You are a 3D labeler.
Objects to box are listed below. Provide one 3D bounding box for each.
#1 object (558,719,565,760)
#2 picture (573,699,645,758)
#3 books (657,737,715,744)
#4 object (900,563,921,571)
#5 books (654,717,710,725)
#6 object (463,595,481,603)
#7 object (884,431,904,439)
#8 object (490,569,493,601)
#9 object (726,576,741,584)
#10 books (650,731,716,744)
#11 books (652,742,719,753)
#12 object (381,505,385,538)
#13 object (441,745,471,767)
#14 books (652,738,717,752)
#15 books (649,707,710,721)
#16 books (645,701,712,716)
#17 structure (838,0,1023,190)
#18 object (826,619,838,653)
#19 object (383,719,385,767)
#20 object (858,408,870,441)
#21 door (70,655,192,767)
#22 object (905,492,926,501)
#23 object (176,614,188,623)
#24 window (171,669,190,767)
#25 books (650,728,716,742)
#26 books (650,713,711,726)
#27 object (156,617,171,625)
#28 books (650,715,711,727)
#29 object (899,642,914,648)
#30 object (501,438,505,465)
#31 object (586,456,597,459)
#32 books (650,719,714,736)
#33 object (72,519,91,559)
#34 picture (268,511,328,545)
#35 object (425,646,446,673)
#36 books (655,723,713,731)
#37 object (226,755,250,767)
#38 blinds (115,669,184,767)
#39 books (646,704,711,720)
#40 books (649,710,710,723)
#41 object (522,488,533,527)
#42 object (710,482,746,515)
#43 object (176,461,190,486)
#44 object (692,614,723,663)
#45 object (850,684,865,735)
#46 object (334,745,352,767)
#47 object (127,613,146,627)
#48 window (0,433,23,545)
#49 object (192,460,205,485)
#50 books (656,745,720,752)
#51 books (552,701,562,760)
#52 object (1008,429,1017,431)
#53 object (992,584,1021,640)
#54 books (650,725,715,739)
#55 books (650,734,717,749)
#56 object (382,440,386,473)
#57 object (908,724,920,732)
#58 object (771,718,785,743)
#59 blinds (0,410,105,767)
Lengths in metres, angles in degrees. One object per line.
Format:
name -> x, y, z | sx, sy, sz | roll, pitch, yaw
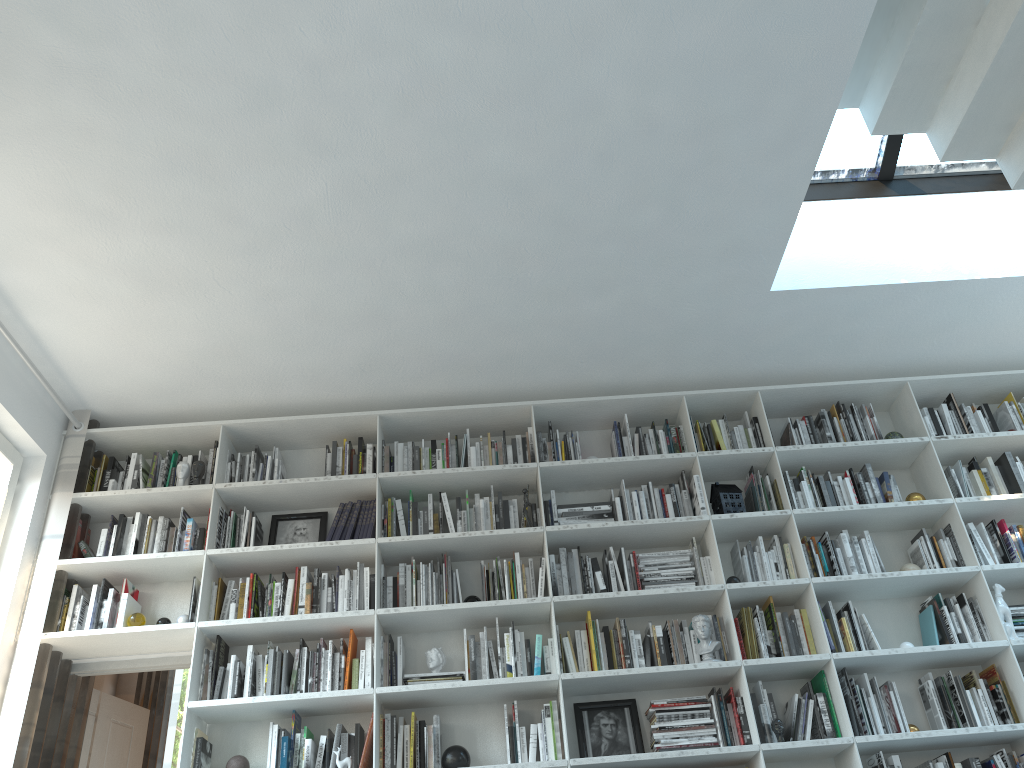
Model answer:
object -> 0.226, 1.667, 4.090 | 0.017, 0.214, 0.104 | -4, -34, -2
picture -> 0.454, 1.632, 4.149 | 0.300, 0.298, 0.078 | -4, -34, -2
books -> 0.788, 1.650, 4.066 | 0.254, 0.012, 0.162 | -1, -34, -6
object -> 2.031, 0.970, 4.513 | 0.112, 0.112, 0.112 | 9, -36, -21
books -> 0.782, 1.584, 4.116 | 0.254, 0.012, 0.162 | -5, -34, 0
object -> -0.196, 1.098, 4.398 | 0.097, 0.097, 0.097 | 23, -43, -35
object -> 2.089, 0.312, 4.847 | 0.104, 0.104, 0.104 | 23, -43, -35
object -> -0.100, 1.067, 4.480 | 0.010, 0.224, 0.143 | -4, -34, -2
object -> 1.097, 0.988, 4.390 | 0.072, 0.072, 0.072 | 23, -43, -35
books -> 0.787, 1.636, 4.087 | 0.285, 0.012, 0.160 | -4, -34, -1
books -> 0.790, 1.675, 4.060 | 0.285, 0.012, 0.160 | -3, -34, -3
object -> -0.670, 0.784, 4.663 | 0.012, 0.252, 0.162 | -4, -34, -2
object -> -0.253, 1.707, 4.015 | 0.134, 0.134, 0.134 | 23, -43, -35
books -> 0.789, 1.660, 4.059 | 0.285, 0.012, 0.160 | -6, -34, 2
books -> 0.779, 1.543, 4.141 | 0.254, 0.012, 0.162 | -1, -34, -6
books -> 0.777, 1.521, 4.152 | 0.285, 0.012, 0.160 | -1, -34, -6
structure -> 2.672, -0.039, 3.013 | 2.613, 3.362, 1.965 | -4, -34, -2
object -> 1.546, 1.270, 4.323 | 0.013, 0.207, 0.140 | -4, -34, -2
object -> -0.578, 1.692, 4.071 | 0.012, 0.269, 0.131 | -4, -34, -2
object -> 1.969, 0.294, 4.978 | 0.006, 0.296, 0.130 | -4, -34, -2
door -> -1.828, 2.421, 4.236 | 0.834, 1.969, 0.791 | -4, -34, -2
object -> 2.117, 0.619, 4.649 | 0.100, 0.101, 0.101 | 9, -36, -21
object -> -1.612, 1.170, 4.361 | 0.071, 0.072, 0.072 | 9, -36, -21
window -> -2.398, 2.875, 6.478 | 0.073, 1.997, 1.994 | -4, -34, -2
books -> 0.786, 1.625, 4.091 | 0.285, 0.012, 0.160 | -5, -34, -1
books -> 0.780, 1.563, 4.127 | 0.254, 0.012, 0.162 | -1, -34, -6
object -> -1.718, 1.188, 4.373 | 0.071, 0.072, 0.072 | 9, -36, -21
books -> 0.781, 1.574, 4.122 | 0.254, 0.012, 0.162 | -2, -34, -5
object -> 1.897, 1.274, 4.256 | 0.072, 0.072, 0.072 | 23, -43, -35
object -> -0.044, 0.442, 4.887 | 0.010, 0.245, 0.158 | -4, -34, -2
object -> 0.437, 0.445, 4.828 | 0.105, 0.105, 0.105 | 9, -36, -21
books -> 0.783, 1.591, 4.105 | 0.285, 0.012, 0.160 | -6, -34, 2
object -> -2.244, 0.857, 4.601 | 0.035, 0.294, 0.177 | -4, -34, -2
picture -> -1.136, 0.814, 4.700 | 0.300, 0.298, 0.078 | -4, -34, -2
object -> -0.370, 1.342, 4.284 | 0.095, 0.156, 0.122 | -11, -34, 9
books -> 0.784, 1.602, 4.099 | 0.254, 0.012, 0.162 | -1, -34, -6
object -> -1.238, 1.732, 4.002 | 0.105, 0.106, 0.106 | 9, -36, -21
blinds -> -2.212, 2.349, 5.199 | 0.140, 3.212, 0.780 | -4, -34, -2
books -> 0.778, 1.535, 4.151 | 0.285, 0.012, 0.160 | -5, -34, -1
books -> 0.779, 1.554, 4.136 | 0.254, 0.012, 0.162 | -2, -34, -5
object -> 0.086, 0.655, 4.571 | 0.075, 0.253, 0.076 | 9, -36, -20
object -> 1.134, 0.629, 4.665 | 0.135, 0.247, 0.136 | 2, -34, -11
object -> -1.742, 0.497, 4.680 | 0.067, 0.197, 0.068 | -30, -41, 32
object -> 0.913, 1.219, 4.194 | 0.137, 0.242, 0.138 | 18, -40, -30
object -> 1.599, 1.557, 4.152 | 0.007, 0.264, 0.135 | -4, -34, -2
object -> -0.743, 1.658, 3.882 | 0.082, 0.139, 0.044 | 6, -35, -16
object -> -1.834, 1.162, 4.333 | 0.087, 0.087, 0.087 | 23, -43, -35
window -> -2.409, 0.642, 3.169 | 0.073, 1.997, 1.994 | -4, -34, -2
object -> -1.661, 0.492, 4.683 | 0.067, 0.197, 0.068 | -30, -41, 32
books -> 0.791, 1.680, 4.046 | 0.285, 0.012, 0.160 | -1, -34, -6
books -> 0.204, 1.621, 4.078 | 0.021, 0.280, 0.163 | -4, -34, -2
object -> 2.744, 0.284, 4.862 | 0.072, 0.072, 0.072 | 23, -43, -35
object -> 2.349, 1.095, 4.237 | 0.087, 0.286, 0.075 | -24, -38, 26
books -> 0.785, 1.611, 4.092 | 0.285, 0.012, 0.160 | -6, -34, 2
books -> 0.787, 1.647, 4.082 | 0.285, 0.012, 0.160 | -4, -34, -2
object -> -0.698, 0.469, 4.874 | 0.012, 0.283, 0.160 | -4, -34, -2
object -> 1.838, 1.603, 4.078 | 0.072, 0.072, 0.072 | 23, -43, -35
object -> 1.189, 1.546, 3.945 | 0.054, 0.113, 0.080 | -3, -34, -3
blinds -> -2.215, 1.686, 4.216 | 0.140, 3.212, 0.780 | -4, -34, -2
